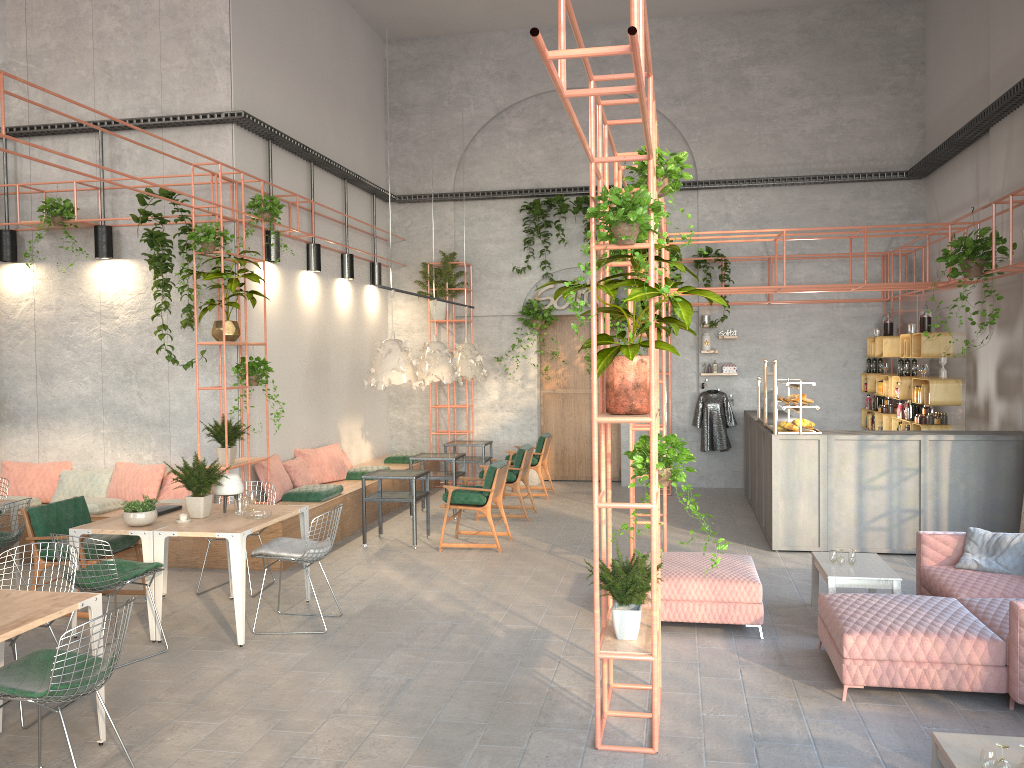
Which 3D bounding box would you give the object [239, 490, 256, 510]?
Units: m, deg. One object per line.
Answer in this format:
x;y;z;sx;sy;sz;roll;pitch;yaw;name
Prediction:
-2.192;0.971;7.380;0.165;0.154;0.210;-1;2;0;object

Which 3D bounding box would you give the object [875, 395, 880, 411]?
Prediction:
5.152;0.234;12.491;0.066;0.291;0.066;-1;2;-5;object

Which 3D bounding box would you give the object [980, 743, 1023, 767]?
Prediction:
1.930;1.489;3.448;0.199;0.145;0.156;0;2;25;object

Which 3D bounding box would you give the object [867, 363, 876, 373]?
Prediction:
5.250;-0.233;12.951;0.115;0.147;0.115;-2;2;-35;object

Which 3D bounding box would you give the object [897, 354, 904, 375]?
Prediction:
5.151;-0.256;11.757;0.075;0.273;0.075;-2;2;-23;object

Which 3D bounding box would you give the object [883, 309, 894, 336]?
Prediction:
5.270;-0.858;12.418;0.134;0.386;0.134;1;3;44;object

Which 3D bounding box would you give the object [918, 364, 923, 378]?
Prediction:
4.740;-0.147;10.243;0.083;0.159;0.083;-2;2;-35;object

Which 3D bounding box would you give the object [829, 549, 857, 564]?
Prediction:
2.584;1.371;6.920;0.199;0.145;0.156;0;2;25;object

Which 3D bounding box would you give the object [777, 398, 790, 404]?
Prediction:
2.997;0.188;9.793;0.129;0.060;0.100;0;2;13;object

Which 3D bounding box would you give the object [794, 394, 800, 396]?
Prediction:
3.154;0.148;9.799;0.149;0.081;0.088;-1;2;-4;object

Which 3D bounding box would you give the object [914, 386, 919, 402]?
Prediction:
4.726;0.117;10.328;0.069;0.191;0.069;0;2;23;object

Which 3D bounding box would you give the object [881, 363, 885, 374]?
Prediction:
5.095;-0.211;12.129;0.083;0.159;0.083;0;2;20;object

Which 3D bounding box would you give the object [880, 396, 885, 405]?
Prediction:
5.249;0.233;12.563;0.074;0.287;0.072;1;2;43;object

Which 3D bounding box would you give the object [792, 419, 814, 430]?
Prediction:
3.201;0.448;9.762;0.232;0.110;0.090;0;2;31;object

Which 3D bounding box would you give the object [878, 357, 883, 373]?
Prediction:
5.410;-0.309;13.025;0.066;0.291;0.066;-2;2;-40;object

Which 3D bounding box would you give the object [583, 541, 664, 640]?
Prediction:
0.627;1.153;4.939;0.438;0.527;0.368;0;2;11;object

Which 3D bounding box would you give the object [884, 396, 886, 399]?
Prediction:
5.327;0.249;12.650;0.072;0.248;0.094;0;2;11;object

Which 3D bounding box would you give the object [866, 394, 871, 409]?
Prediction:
5.234;0.258;13.018;0.070;0.209;0.070;-1;2;1;object

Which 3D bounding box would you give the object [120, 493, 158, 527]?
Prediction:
-2.831;0.953;6.744;0.248;0.247;0.254;0;2;11;object

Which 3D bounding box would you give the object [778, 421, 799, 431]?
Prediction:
3.030;0.459;9.714;0.089;0.095;0.237;-3;3;-45;object

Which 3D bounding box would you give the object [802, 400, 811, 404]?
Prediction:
3.191;0.185;9.645;0.132;0.051;0.099;0;2;8;object

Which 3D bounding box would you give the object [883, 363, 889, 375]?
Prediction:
5.078;-0.208;12.040;0.083;0.159;0.083;0;2;20;object

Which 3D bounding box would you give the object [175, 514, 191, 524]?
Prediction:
-2.540;1.033;6.851;0.115;0.078;0.115;0;2;16;object

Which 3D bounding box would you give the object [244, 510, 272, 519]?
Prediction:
-2.008;1.032;7.014;0.218;0.041;0.218;0;2;19;object

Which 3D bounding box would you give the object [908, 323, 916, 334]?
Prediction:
4.782;-0.663;10.593;0.088;0.123;0.088;-2;2;-23;object

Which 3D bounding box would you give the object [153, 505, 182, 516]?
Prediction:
-2.946;1.044;7.293;0.268;0.031;0.427;0;2;11;object

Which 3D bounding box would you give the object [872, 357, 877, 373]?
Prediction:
5.330;-0.308;13.043;0.066;0.291;0.066;0;2;17;object

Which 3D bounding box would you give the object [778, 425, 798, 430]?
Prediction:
3.032;0.475;9.796;0.243;0.062;0.091;-1;2;4;object

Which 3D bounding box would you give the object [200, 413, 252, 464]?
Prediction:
-2.958;0.563;9.125;0.438;0.527;0.368;0;2;11;object

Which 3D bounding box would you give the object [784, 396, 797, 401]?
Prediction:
3.026;0.155;9.628;0.138;0.050;0.093;0;2;27;object

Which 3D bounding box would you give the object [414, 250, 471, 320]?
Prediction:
-1.129;-1.571;14.196;0.894;1.101;0.900;-1;2;-20;object

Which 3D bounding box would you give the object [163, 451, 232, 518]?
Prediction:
-2.505;0.797;7.038;0.438;0.527;0.368;0;2;11;object

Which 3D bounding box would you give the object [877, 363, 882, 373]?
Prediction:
5.379;-0.234;12.926;0.115;0.147;0.115;-2;2;-35;object

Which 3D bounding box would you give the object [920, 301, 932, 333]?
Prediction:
4.915;-0.794;10.532;0.134;0.386;0.134;-1;2;-1;object

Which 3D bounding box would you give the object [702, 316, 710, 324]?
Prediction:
2.992;-0.989;13.679;0.133;0.145;0.133;-2;2;-27;object

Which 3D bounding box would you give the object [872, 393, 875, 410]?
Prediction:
5.185;0.250;12.673;0.072;0.248;0.094;0;2;11;object

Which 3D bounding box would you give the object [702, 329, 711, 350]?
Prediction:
3.003;-0.685;13.694;0.136;0.336;0.145;0;2;25;object

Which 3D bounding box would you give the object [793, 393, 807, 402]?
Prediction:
3.118;0.147;9.608;0.142;0.087;0.094;0;2;18;object

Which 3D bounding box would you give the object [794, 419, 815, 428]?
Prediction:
3.192;0.428;9.674;0.240;0.104;0.073;-1;2;-8;object

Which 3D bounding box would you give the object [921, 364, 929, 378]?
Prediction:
4.723;-0.144;10.154;0.083;0.159;0.083;-2;2;-35;object

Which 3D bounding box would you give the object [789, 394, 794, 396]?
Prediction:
3.077;0.158;9.827;0.135;0.090;0.084;0;2;7;object

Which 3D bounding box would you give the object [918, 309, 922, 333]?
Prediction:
4.986;-0.759;10.715;0.134;0.301;0.134;-1;2;-1;object

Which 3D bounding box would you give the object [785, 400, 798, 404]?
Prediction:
3.046;0.188;9.675;0.146;0.064;0.101;-1;2;6;object

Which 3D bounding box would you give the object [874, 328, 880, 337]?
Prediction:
5.137;-0.727;12.478;0.088;0.123;0.088;-2;2;-23;object

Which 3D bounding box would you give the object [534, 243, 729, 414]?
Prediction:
0.661;-0.310;4.792;0.924;0.946;0.923;-2;2;-23;object

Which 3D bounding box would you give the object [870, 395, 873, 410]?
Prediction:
5.200;0.262;12.780;0.073;0.219;0.105;0;2;17;object

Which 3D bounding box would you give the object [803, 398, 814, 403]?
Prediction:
3.202;0.175;9.614;0.152;0.058;0.095;-1;2;1;object

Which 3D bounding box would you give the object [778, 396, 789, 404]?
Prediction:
2.969;0.175;9.698;0.111;0.092;0.098;0;2;10;object

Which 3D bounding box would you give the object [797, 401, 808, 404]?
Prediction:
3.150;0.193;9.665;0.151;0.052;0.097;0;2;13;object

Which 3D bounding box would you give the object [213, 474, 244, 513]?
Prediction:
-2.340;0.903;7.324;0.241;0.313;0.241;-2;2;-34;object

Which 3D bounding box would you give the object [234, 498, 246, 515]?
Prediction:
-2.197;0.991;7.164;0.095;0.119;0.095;1;2;35;object

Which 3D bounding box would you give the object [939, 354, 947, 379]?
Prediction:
4.796;-0.192;9.871;0.075;0.273;0.075;-1;2;-1;object

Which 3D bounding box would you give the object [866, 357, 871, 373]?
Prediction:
5.254;-0.308;13.056;0.066;0.291;0.066;-1;2;-20;object

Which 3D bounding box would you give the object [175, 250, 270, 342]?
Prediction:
-2.891;-0.902;8.979;0.903;0.947;0.934;-2;2;-28;object

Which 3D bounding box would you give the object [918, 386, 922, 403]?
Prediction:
4.696;0.122;10.167;0.069;0.191;0.069;-2;2;-44;object

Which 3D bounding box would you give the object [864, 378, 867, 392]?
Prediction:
5.278;0.014;13.106;0.131;0.207;0.131;-2;2;-34;object
